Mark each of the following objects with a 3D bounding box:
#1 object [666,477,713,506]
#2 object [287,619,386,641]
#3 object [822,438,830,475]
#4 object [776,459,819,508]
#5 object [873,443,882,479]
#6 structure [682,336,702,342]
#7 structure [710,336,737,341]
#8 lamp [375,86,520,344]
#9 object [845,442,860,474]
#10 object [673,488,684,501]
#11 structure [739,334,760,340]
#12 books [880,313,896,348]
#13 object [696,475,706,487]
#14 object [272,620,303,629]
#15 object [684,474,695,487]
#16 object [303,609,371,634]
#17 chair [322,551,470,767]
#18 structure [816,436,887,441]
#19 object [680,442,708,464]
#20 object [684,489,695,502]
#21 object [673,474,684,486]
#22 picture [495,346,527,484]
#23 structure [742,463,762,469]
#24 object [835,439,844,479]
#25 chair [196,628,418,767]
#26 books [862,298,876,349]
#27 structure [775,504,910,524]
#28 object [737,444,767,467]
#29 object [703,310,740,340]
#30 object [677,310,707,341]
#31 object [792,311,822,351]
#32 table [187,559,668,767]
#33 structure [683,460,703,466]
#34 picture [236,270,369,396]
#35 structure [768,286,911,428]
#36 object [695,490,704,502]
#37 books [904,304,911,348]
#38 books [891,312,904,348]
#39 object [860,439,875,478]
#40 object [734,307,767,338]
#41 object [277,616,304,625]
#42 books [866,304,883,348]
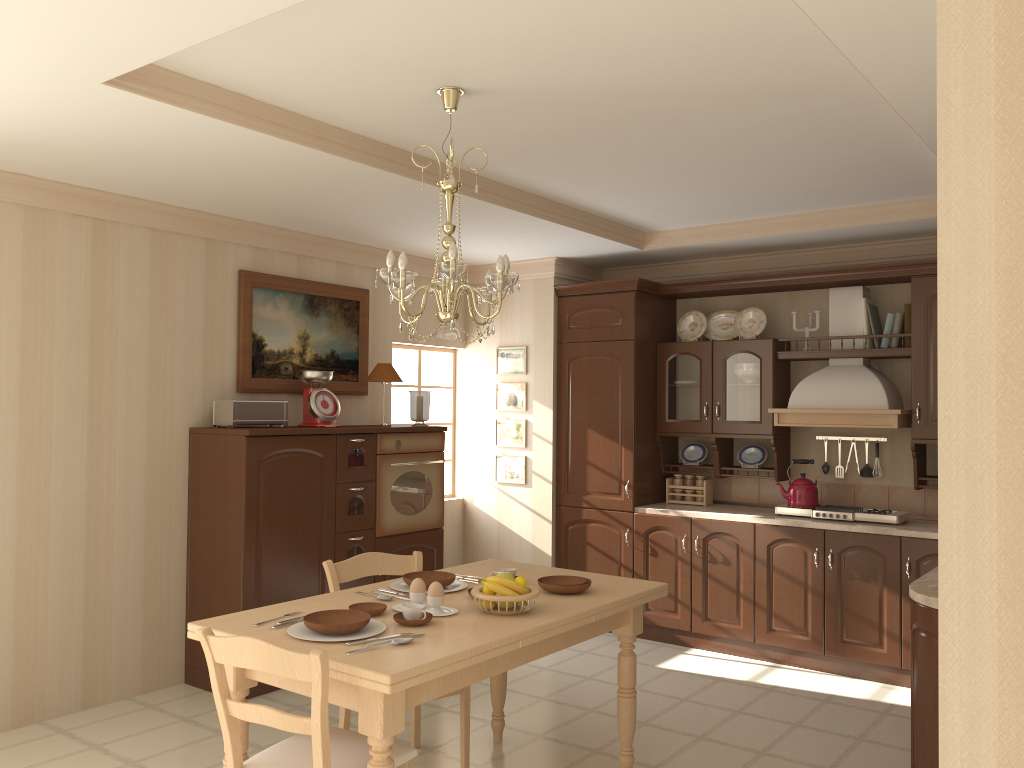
[{"bbox_3d":[1.189,0.720,5.944,0.276,0.170,0.140,0,-2,32],"label":"object"},{"bbox_3d":[-0.539,0.757,2.733,0.299,0.009,0.299,0,-2,16],"label":"object"},{"bbox_3d":[1.963,0.451,5.547,0.048,0.231,0.015,-1,-2,38],"label":"object"},{"bbox_3d":[1.726,0.591,5.308,0.227,0.282,0.181,1,-2,-30],"label":"object"},{"bbox_3d":[2.209,0.464,5.364,0.049,0.219,0.049,0,-2,14],"label":"object"},{"bbox_3d":[1.206,-0.341,5.938,0.110,0.126,0.080,-1,-2,37],"label":"structure"},{"bbox_3d":[1.398,-0.341,5.863,0.154,0.126,0.080,-1,-2,37],"label":"structure"},{"bbox_3d":[-0.224,-0.643,3.165,0.501,0.982,0.502,0,-2,7],"label":"lamp"},{"bbox_3d":[2.092,0.456,5.452,0.089,0.195,0.005,-1,-2,37],"label":"object"},{"bbox_3d":[1.123,0.748,5.982,0.068,0.088,0.068,2,-2,-37],"label":"object"},{"bbox_3d":[1.526,-0.344,5.699,0.110,0.126,0.080,-1,-2,37],"label":"structure"},{"bbox_3d":[2.249,-0.308,5.251,0.086,0.209,0.205,-1,-2,37],"label":"books"},{"bbox_3d":[1.256,0.647,5.902,0.068,0.088,0.068,2,-2,-37],"label":"object"},{"bbox_3d":[-0.675,0.760,2.838,0.022,0.008,0.218,-1,-2,39],"label":"object"},{"bbox_3d":[1.190,0.647,5.943,0.068,0.088,0.068,2,-2,-37],"label":"object"},{"bbox_3d":[-0.539,0.739,2.734,0.204,0.042,0.204,0,-2,7],"label":"object"},{"bbox_3d":[-0.459,1.140,3.587,0.462,0.846,0.517,2,-2,-36],"label":"chair"},{"bbox_3d":[2.089,0.337,5.468,0.422,0.020,0.008,-1,-2,37],"label":"structure"},{"bbox_3d":[1.223,0.466,5.977,0.202,0.143,0.071,-1,-2,35],"label":"object"},{"bbox_3d":[1.189,0.748,5.941,0.068,0.088,0.068,2,-2,-37],"label":"object"},{"bbox_3d":[1.124,0.648,5.985,0.068,0.088,0.068,2,-2,-37],"label":"object"},{"bbox_3d":[-0.010,0.219,6.276,0.268,0.964,0.010,-1,-2,37],"label":"picture"},{"bbox_3d":[1.549,0.479,5.724,0.110,0.126,0.080,-1,-2,37],"label":"structure"},{"bbox_3d":[2.032,0.463,5.499,0.051,0.245,0.003,-1,-2,37],"label":"object"},{"bbox_3d":[-0.586,1.113,2.606,0.462,0.846,0.517,0,-2,30],"label":"chair"},{"bbox_3d":[2.148,-0.356,5.327,0.042,0.305,0.194,-1,-2,37],"label":"books"},{"bbox_3d":[1.923,0.755,5.212,0.710,0.054,0.325,-1,-2,37],"label":"structure"},{"bbox_3d":[1.551,0.462,5.729,0.202,0.143,0.071,-1,-2,35],"label":"object"},{"bbox_3d":[1.403,-0.389,5.867,0.342,0.209,0.073,-1,-2,38],"label":"object"},{"bbox_3d":[1.206,-0.391,5.944,0.220,0.210,0.068,-1,-2,35],"label":"object"},{"bbox_3d":[1.822,-0.325,5.518,0.163,0.248,0.174,1,-2,-1],"label":"object"},{"bbox_3d":[-0.209,1.164,3.172,0.900,0.774,1.567,-1,-2,37],"label":"table"},{"bbox_3d":[1.222,0.482,5.972,0.110,0.126,0.080,-1,-2,37],"label":"structure"},{"bbox_3d":[-1.221,-0.282,5.333,0.036,0.687,0.990,-1,-2,37],"label":"picture"},{"bbox_3d":[1.983,-0.167,5.307,0.753,0.845,0.455,-1,-2,37],"label":"structure"},{"bbox_3d":[1.255,0.747,5.899,0.068,0.088,0.068,2,-2,-37],"label":"object"},{"bbox_3d":[2.338,-0.332,5.177,0.052,0.254,0.205,-1,-2,37],"label":"books"},{"bbox_3d":[2.284,-0.309,5.213,0.080,0.209,0.205,-1,-2,37],"label":"books"},{"bbox_3d":[2.169,0.453,5.411,0.088,0.236,0.028,-1,-2,37],"label":"object"},{"bbox_3d":[1.531,-0.395,5.701,0.220,0.210,0.068,-1,-2,35],"label":"object"},{"bbox_3d":[-0.684,0.761,2.892,0.018,0.008,0.212,0,-2,31],"label":"object"},{"bbox_3d":[2.182,-0.339,5.309,0.068,0.271,0.194,-1,-2,37],"label":"books"}]
